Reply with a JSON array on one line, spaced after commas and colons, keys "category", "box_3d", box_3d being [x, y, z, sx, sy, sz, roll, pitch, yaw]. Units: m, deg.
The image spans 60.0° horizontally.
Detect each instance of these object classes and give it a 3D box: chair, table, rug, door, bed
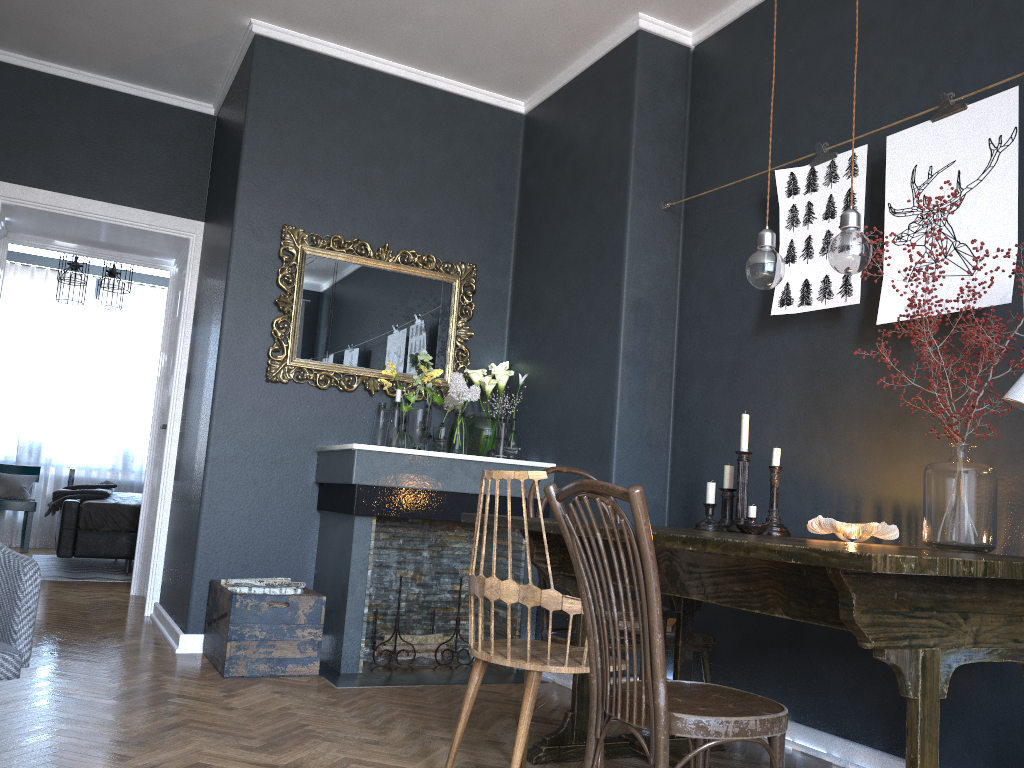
[{"category": "chair", "box_3d": [-4.712, 1.156, 8.340, 0.436, 0.797, 0.593, 8, -8, -27]}, {"category": "chair", "box_3d": [0.296, 0.746, 3.083, 0.438, 0.919, 0.550, 7, -8, -24]}, {"category": "table", "box_3d": [0.549, 1.126, 3.478, 0.364, 0.317, 0.370, 8, -8, -27]}, {"category": "rug", "box_3d": [-3.204, 1.545, 7.406, 1.459, 0.013, 2.047, 8, -9, -27]}, {"category": "chair", "box_3d": [-1.314, 0.490, 1.695, 0.495, 0.809, 0.646, -2, -10, 41]}, {"category": "door", "box_3d": [-2.095, 0.268, 5.560, 0.162, 2.182, 0.858, 8, -8, -27]}, {"category": "bed", "box_3d": [-2.722, 1.040, 7.736, 2.377, 1.159, 2.268, 8, -9, -27]}, {"category": "chair", "box_3d": [0.062, 0.668, 2.371, 0.384, 0.855, 0.456, 11, -9, -41]}, {"category": "table", "box_3d": [0.676, 0.769, 2.327, 1.127, 0.726, 1.606, 8, -9, -27]}, {"category": "chair", "box_3d": [0.313, 0.618, 1.766, 0.467, 0.818, 0.363, 8, -8, -27]}]

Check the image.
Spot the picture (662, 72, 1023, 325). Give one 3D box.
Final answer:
[{"category": "picture", "box_3d": [1.687, -0.637, 2.000, 0.058, 0.769, 4.462, 8, -9, -27]}]

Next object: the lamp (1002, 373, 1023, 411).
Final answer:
[{"category": "lamp", "box_3d": [1.421, 0.445, 1.742, 0.800, 1.067, 0.242, 2, -7, 17]}]

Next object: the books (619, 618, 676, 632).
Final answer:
[{"category": "books", "box_3d": [0.541, 0.944, 3.509, 0.207, 0.024, 0.263, 2, -8, 16]}]

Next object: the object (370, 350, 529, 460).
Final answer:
[{"category": "object", "box_3d": [-0.289, 0.094, 4.414, 0.727, 0.546, 0.475, 8, -8, -24]}]

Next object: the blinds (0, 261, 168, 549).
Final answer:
[{"category": "blinds", "box_3d": [-4.335, 0.276, 9.075, 3.996, 2.783, 0.313, 8, -8, -27]}]

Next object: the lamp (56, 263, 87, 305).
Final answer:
[{"category": "lamp", "box_3d": [-3.740, -1.092, 7.610, 0.210, 0.803, 0.210, 6, -7, -13]}]

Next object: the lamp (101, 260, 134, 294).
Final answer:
[{"category": "lamp", "box_3d": [-3.149, -1.128, 7.152, 0.210, 0.768, 0.210, 6, -7, -13]}]

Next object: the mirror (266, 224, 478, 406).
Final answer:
[{"category": "mirror", "box_3d": [-0.676, -0.329, 4.482, 1.057, 0.783, 0.067, 8, -8, -27]}]

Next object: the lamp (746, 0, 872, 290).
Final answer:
[{"category": "lamp", "box_3d": [0.207, -1.120, 2.448, 1.590, 1.571, 0.584, 4, -7, 4]}]

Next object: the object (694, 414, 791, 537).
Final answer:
[{"category": "object", "box_3d": [0.785, 0.299, 3.040, 0.223, 0.418, 0.368, 8, -8, -26]}]

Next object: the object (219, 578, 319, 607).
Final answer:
[{"category": "object", "box_3d": [-1.071, 0.971, 3.844, 0.370, 0.246, 0.533, 8, -9, -26]}]

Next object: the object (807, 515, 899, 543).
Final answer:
[{"category": "object", "box_3d": [1.005, 0.431, 2.619, 0.252, 0.072, 0.254, 7, -8, -20]}]

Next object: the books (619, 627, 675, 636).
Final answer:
[{"category": "books", "box_3d": [0.556, 0.965, 3.513, 0.219, 0.013, 0.273, 2, -8, 19]}]

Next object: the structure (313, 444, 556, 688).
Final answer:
[{"category": "structure", "box_3d": [-0.372, 0.820, 4.130, 1.066, 0.979, 0.835, 8, -8, -27]}]

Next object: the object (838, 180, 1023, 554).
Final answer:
[{"category": "object", "box_3d": [1.239, -0.010, 2.432, 0.556, 0.929, 0.640, 0, -9, 33]}]

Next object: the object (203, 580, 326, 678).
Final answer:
[{"category": "object", "box_3d": [-1.080, 1.045, 3.833, 0.383, 0.325, 0.553, 8, -8, -27]}]

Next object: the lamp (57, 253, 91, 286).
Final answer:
[{"category": "lamp", "box_3d": [-3.560, -1.176, 7.270, 0.210, 0.712, 0.210, 6, -7, -13]}]

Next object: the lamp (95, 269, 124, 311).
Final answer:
[{"category": "lamp", "box_3d": [-3.605, -1.053, 8.025, 0.210, 0.745, 0.210, 6, -7, -13]}]
